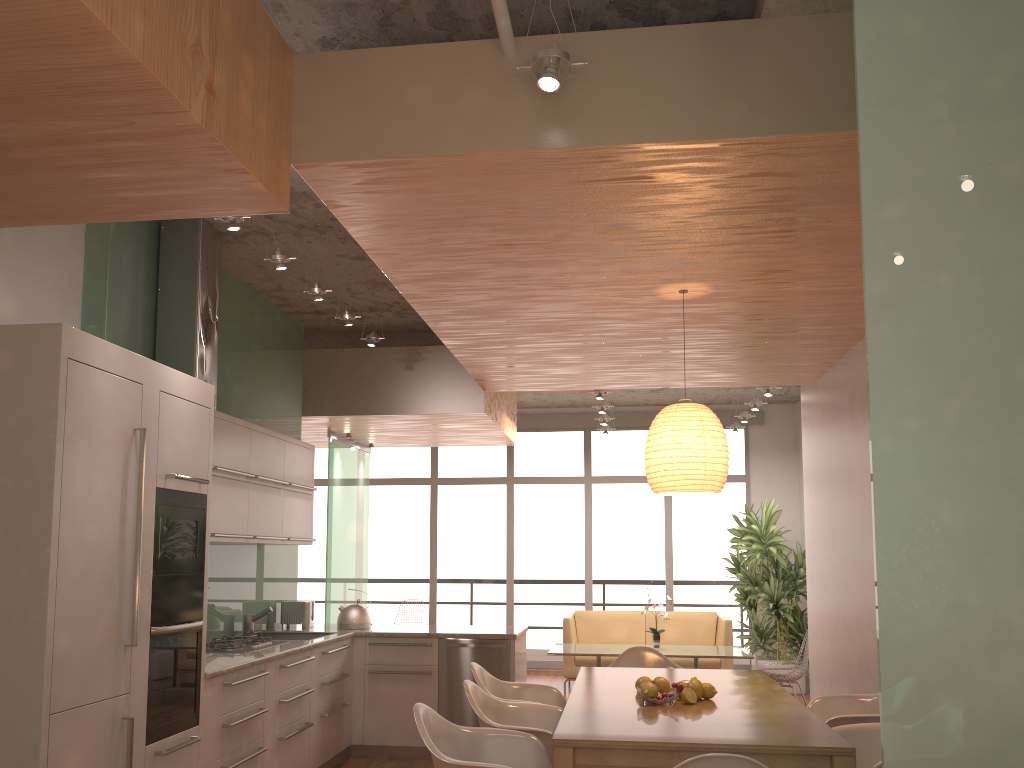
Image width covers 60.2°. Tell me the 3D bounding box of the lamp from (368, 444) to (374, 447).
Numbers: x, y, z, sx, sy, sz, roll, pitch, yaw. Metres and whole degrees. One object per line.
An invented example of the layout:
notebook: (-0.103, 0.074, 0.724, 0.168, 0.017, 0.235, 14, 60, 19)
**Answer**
lamp: (-1.469, 0.431, 9.255, 0.103, 0.465, 0.155, 2, -7, -20)

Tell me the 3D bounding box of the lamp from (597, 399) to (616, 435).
lamp: (1.144, 0.382, 10.723, 0.199, 0.478, 0.135, 3, -7, -25)

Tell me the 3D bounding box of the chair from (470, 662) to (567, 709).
chair: (0.089, 1.975, 4.856, 0.643, 0.852, 0.692, 0, -8, 2)

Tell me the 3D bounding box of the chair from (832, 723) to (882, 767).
chair: (1.541, 1.734, 3.604, 0.642, 0.852, 0.692, 0, -8, -3)

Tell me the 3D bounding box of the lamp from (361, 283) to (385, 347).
lamp: (-0.990, -0.498, 6.295, 0.153, 0.465, 0.104, 3, -7, -25)

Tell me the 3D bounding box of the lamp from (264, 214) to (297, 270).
lamp: (-1.207, -0.827, 4.613, 0.153, 0.465, 0.104, 3, -7, -25)

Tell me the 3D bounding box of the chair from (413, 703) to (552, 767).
chair: (-0.071, 1.698, 3.473, 0.643, 0.839, 0.692, 0, -8, 2)

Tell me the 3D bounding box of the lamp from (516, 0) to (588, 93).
lamp: (0.125, -1.168, 2.804, 0.199, 0.478, 0.135, 3, -7, -25)

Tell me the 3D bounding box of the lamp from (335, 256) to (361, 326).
lamp: (-1.062, -0.608, 5.734, 0.153, 0.465, 0.104, 3, -7, -25)

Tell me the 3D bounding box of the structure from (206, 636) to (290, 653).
structure: (-1.711, 1.588, 5.403, 0.489, 0.038, 0.684, -1, -11, 7)

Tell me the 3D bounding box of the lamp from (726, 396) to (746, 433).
lamp: (2.663, 0.346, 10.519, 0.199, 0.478, 0.135, 3, -7, -25)

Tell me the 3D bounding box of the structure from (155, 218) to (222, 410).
structure: (-1.896, -0.388, 5.179, 0.255, 1.121, 0.265, -1, -6, 7)

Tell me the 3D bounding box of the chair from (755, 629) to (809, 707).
chair: (2.306, 2.479, 7.511, 0.564, 0.891, 0.547, -4, -8, 27)

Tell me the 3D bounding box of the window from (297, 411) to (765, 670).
window: (-1.038, 2.060, 11.652, 8.570, 3.248, 0.062, -1, -6, 8)

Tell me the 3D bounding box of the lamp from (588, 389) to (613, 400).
lamp: (0.832, -0.093, 8.297, 0.199, 0.478, 0.135, 3, -7, -25)

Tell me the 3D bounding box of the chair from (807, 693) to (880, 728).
chair: (1.717, 1.902, 4.460, 0.643, 0.852, 0.692, -1, -8, 7)

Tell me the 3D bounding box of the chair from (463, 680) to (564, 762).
chair: (0.090, 1.836, 4.145, 0.643, 0.852, 0.692, 0, -8, 2)

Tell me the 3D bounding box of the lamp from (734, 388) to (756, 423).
lamp: (2.559, 0.188, 9.710, 0.199, 0.478, 0.135, 3, -7, -25)

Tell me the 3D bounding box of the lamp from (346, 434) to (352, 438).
lamp: (-1.565, 0.284, 8.504, 0.103, 0.465, 0.155, 2, -7, -20)

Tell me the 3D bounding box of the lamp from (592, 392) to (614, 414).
lamp: (0.936, 0.065, 9.106, 0.199, 0.478, 0.135, 3, -7, -25)

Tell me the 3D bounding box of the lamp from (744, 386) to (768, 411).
lamp: (2.455, 0.029, 8.901, 0.199, 0.478, 0.135, 3, -7, -25)

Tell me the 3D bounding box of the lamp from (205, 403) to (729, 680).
lamp: (-0.380, 1.017, 5.640, 3.220, 1.333, 3.104, -1, -10, 7)

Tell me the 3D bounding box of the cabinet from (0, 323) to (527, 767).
cabinet: (-1.102, 1.307, 5.099, 1.916, 2.249, 4.295, -1, -10, 7)

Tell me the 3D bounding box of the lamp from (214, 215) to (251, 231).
lamp: (-1.278, -0.937, 4.055, 0.153, 0.465, 0.104, 3, -7, -25)

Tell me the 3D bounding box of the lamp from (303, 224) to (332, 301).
lamp: (-1.135, -0.718, 5.174, 0.153, 0.465, 0.104, 3, -7, -25)

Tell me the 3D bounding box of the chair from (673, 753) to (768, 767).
chair: (0.674, 1.601, 2.938, 0.684, 0.852, 0.650, 0, -8, 2)

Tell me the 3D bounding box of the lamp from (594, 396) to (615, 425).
lamp: (1.040, 0.224, 9.914, 0.199, 0.478, 0.135, 3, -7, -25)

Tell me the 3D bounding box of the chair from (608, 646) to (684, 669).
chair: (0.874, 2.102, 5.499, 0.683, 0.852, 0.651, 1, -8, -8)

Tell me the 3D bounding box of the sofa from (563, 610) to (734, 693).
sofa: (1.486, 2.949, 9.768, 1.803, 0.829, 0.889, -1, -9, 8)

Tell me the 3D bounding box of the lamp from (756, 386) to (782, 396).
lamp: (2.351, -0.129, 8.092, 0.199, 0.478, 0.135, 3, -7, -25)
